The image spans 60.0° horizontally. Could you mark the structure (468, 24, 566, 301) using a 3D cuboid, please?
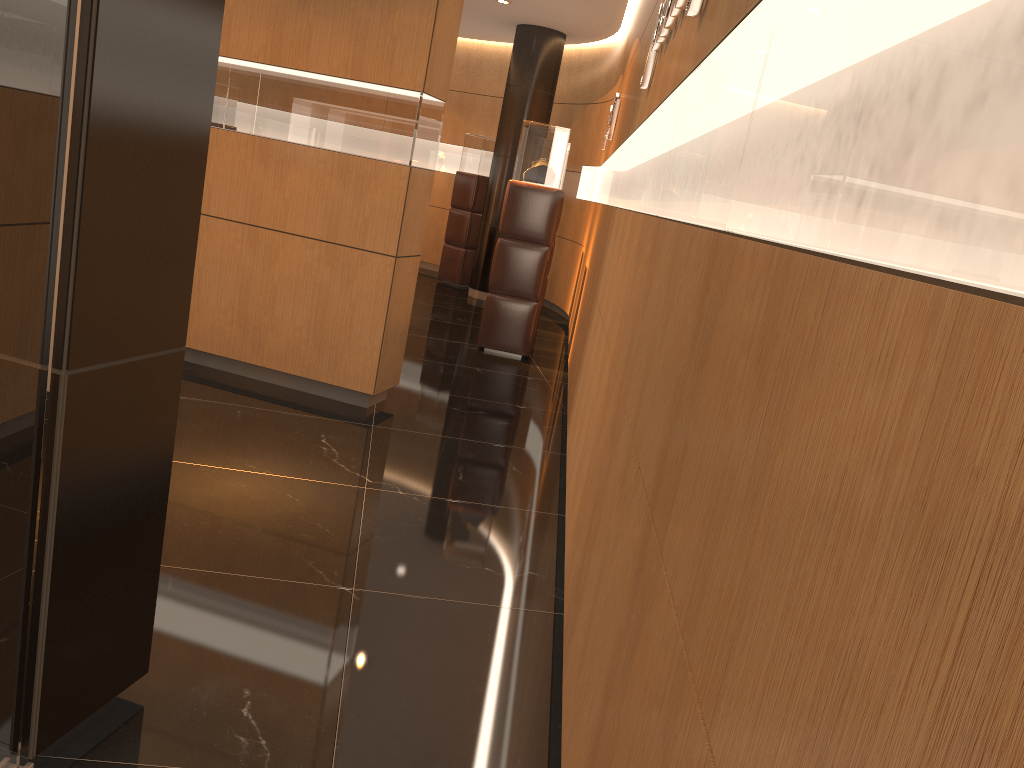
[{"bbox_3d":[0.055,-2.744,11.072,0.613,3.430,0.613,12,12,5],"label":"structure"}]

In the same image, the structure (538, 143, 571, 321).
[{"bbox_3d":[0.255,-1.686,9.861,0.498,2.000,0.484,11,12,1],"label":"structure"}]

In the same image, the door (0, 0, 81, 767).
[{"bbox_3d":[-0.827,-0.446,0.391,0.098,3.285,2.473,11,12,1],"label":"door"}]

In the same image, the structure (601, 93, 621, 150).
[{"bbox_3d":[0.955,-2.529,8.543,0.034,0.442,2.050,11,12,1],"label":"structure"}]

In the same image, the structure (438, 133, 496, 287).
[{"bbox_3d":[-0.534,-2.329,12.028,0.484,2.000,0.498,-1,17,-43],"label":"structure"}]

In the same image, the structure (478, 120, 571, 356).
[{"bbox_3d":[0.122,-1.272,7.824,0.498,1.968,0.484,11,12,1],"label":"structure"}]

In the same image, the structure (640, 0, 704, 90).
[{"bbox_3d":[0.593,-1.392,3.159,0.034,0.442,2.050,11,12,1],"label":"structure"}]

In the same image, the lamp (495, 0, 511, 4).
[{"bbox_3d":[-0.093,-4.078,9.380,0.176,0.068,0.176,10,12,-4],"label":"lamp"}]
